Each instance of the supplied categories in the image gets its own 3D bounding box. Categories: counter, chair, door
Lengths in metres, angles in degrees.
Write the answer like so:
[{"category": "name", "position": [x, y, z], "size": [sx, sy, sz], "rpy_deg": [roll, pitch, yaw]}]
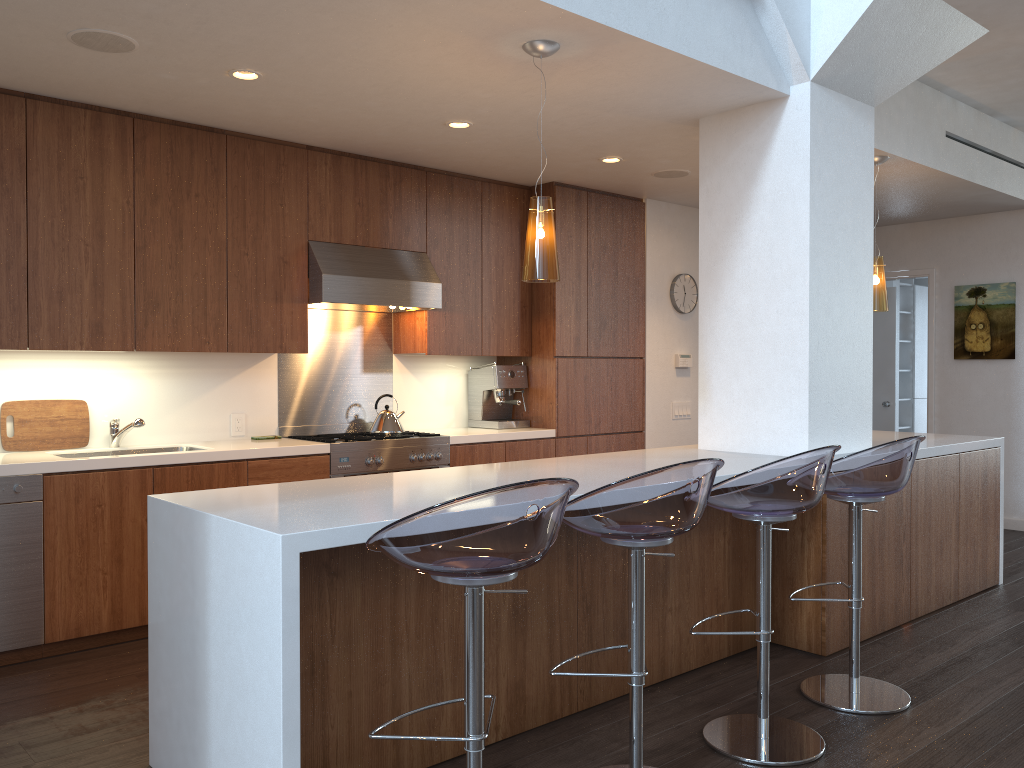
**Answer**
[{"category": "counter", "position": [-1.550, 0.346, 4.633], "size": [4.387, 0.050, 0.600], "rpy_deg": [-1, 1, -42]}, {"category": "counter", "position": [0.257, 0.791, 2.240], "size": [3.039, 0.860, 8.182], "rpy_deg": [0, 1, 19]}, {"category": "chair", "position": [0.849, 0.699, 2.997], "size": [0.530, 1.014, 0.481], "rpy_deg": [-1, 1, -44]}, {"category": "chair", "position": [1.320, 0.692, 3.416], "size": [0.530, 1.014, 0.481], "rpy_deg": [-1, 1, -40]}, {"category": "chair", "position": [-0.092, 0.713, 2.146], "size": [0.530, 1.014, 0.481], "rpy_deg": [-1, 1, -40]}, {"category": "chair", "position": [0.362, 0.706, 2.586], "size": [0.530, 1.014, 0.481], "rpy_deg": [-1, 1, -44]}, {"category": "door", "position": [3.391, 0.086, 8.773], "size": [0.174, 2.032, 0.826], "rpy_deg": [-1, 1, -42]}]

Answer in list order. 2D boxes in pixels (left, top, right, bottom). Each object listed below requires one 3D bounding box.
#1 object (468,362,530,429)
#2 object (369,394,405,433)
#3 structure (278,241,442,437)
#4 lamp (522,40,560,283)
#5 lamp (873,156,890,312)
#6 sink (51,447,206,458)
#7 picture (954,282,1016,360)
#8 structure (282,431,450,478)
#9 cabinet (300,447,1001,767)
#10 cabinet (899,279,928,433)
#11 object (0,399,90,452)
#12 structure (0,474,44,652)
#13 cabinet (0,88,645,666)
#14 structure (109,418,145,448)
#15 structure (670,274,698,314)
[{"category": "object", "position": [-0.052, 0.079, 6.025], "size": [0.284, 0.455, 0.439], "rpy_deg": [-1, 1, -42]}, {"category": "object", "position": [-0.773, 0.179, 5.487], "size": [0.222, 0.235, 0.222], "rpy_deg": [0, 1, 23]}, {"category": "structure", "position": [-0.896, -0.244, 5.258], "size": [0.811, 1.110, 0.529], "rpy_deg": [-1, 1, -42]}, {"category": "lamp", "position": [1.458, -1.302, 3.469], "size": [2.842, 1.807, 0.149], "rpy_deg": [0, 1, -2]}, {"category": "lamp", "position": [2.146, -0.878, 5.231], "size": [0.149, 0.900, 0.149], "rpy_deg": [0, 1, 3]}, {"category": "sink", "position": [-1.861, 0.408, 4.345], "size": [0.740, 0.137, 0.440], "rpy_deg": [-1, 1, -42]}, {"category": "picture", "position": [3.773, -0.498, 7.086], "size": [0.030, 0.600, 0.450], "rpy_deg": [-1, 1, -42]}, {"category": "structure", "position": [-0.852, 0.760, 5.225], "size": [0.811, 0.919, 0.662], "rpy_deg": [-1, 1, -42]}, {"category": "cabinet", "position": [0.863, 0.785, 4.003], "size": [4.493, 0.796, 0.898], "rpy_deg": [-1, 1, -42]}, {"category": "cabinet", "position": [3.728, -0.393, 9.367], "size": [2.630, 2.991, 0.527], "rpy_deg": [-1, 1, -42]}, {"category": "object", "position": [-2.286, 0.202, 4.351], "size": [0.399, 0.250, 0.041], "rpy_deg": [-1, 1, -42]}, {"category": "structure", "position": [-2.246, 0.758, 3.628], "size": [0.594, 0.736, 0.041], "rpy_deg": [-1, 1, -42]}, {"category": "cabinet", "position": [-1.209, -0.074, 4.930], "size": [5.299, 2.499, 0.598], "rpy_deg": [-1, 1, -42]}, {"category": "structure", "position": [-1.945, 0.246, 4.469], "size": [0.263, 0.155, 0.064], "rpy_deg": [1, 1, 32]}, {"category": "structure", "position": [1.306, -0.685, 6.722], "size": [0.300, 0.300, 0.040], "rpy_deg": [-1, 1, -42]}]
